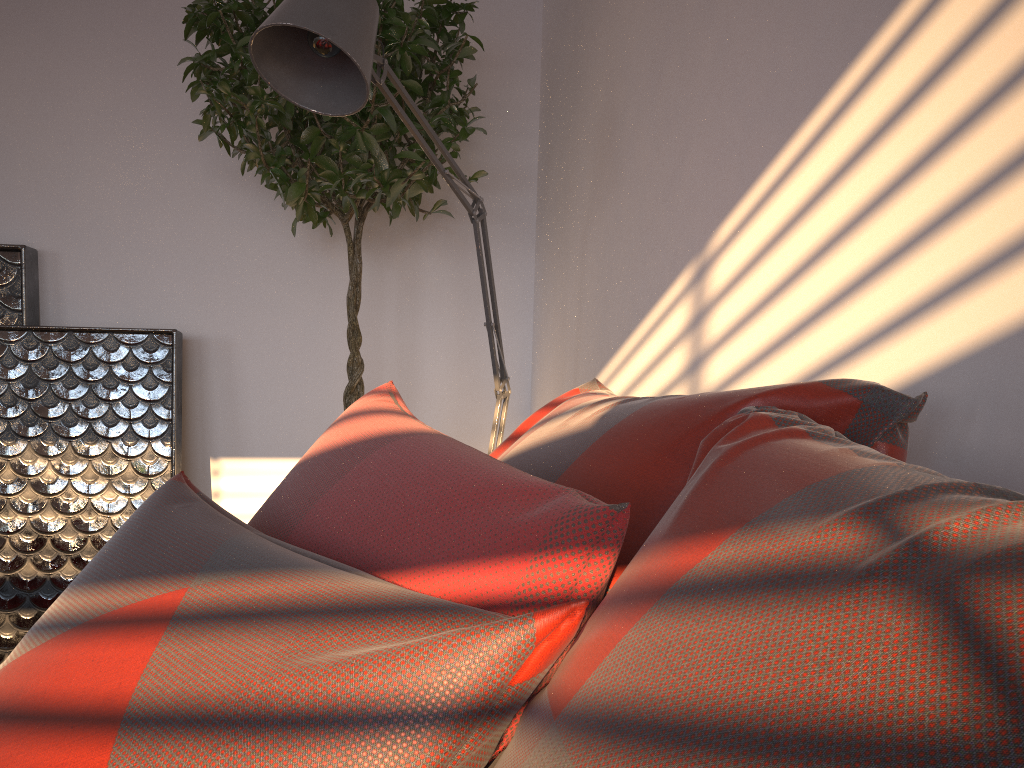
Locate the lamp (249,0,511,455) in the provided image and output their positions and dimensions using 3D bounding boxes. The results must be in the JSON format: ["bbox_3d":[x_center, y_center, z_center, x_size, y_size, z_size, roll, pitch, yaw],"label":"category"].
[{"bbox_3d":[-0.200,-0.108,1.725,0.278,1.134,0.785,6,8,32],"label":"lamp"}]

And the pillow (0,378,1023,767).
[{"bbox_3d":[-0.184,0.371,0.362,1.144,0.738,2.130,1,5,-10],"label":"pillow"}]

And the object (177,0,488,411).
[{"bbox_3d":[-0.480,-0.131,2.456,0.801,2.033,0.807,1,7,-5],"label":"object"}]

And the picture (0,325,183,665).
[{"bbox_3d":[-1.481,0.348,2.507,1.025,1.034,0.208,1,7,-9],"label":"picture"}]

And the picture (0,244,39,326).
[{"bbox_3d":[-2.026,0.216,2.524,1.249,1.260,0.171,1,7,-9],"label":"picture"}]

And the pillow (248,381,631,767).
[{"bbox_3d":[-0.162,0.337,0.442,0.528,0.554,1.804,1,5,-8],"label":"pillow"}]
